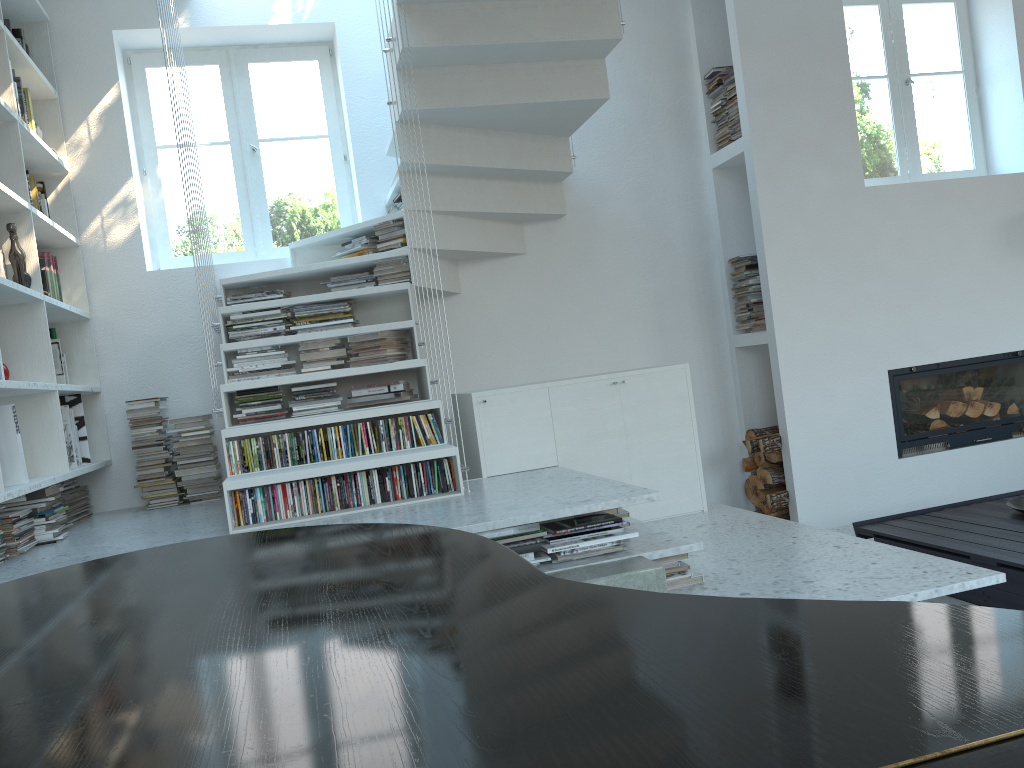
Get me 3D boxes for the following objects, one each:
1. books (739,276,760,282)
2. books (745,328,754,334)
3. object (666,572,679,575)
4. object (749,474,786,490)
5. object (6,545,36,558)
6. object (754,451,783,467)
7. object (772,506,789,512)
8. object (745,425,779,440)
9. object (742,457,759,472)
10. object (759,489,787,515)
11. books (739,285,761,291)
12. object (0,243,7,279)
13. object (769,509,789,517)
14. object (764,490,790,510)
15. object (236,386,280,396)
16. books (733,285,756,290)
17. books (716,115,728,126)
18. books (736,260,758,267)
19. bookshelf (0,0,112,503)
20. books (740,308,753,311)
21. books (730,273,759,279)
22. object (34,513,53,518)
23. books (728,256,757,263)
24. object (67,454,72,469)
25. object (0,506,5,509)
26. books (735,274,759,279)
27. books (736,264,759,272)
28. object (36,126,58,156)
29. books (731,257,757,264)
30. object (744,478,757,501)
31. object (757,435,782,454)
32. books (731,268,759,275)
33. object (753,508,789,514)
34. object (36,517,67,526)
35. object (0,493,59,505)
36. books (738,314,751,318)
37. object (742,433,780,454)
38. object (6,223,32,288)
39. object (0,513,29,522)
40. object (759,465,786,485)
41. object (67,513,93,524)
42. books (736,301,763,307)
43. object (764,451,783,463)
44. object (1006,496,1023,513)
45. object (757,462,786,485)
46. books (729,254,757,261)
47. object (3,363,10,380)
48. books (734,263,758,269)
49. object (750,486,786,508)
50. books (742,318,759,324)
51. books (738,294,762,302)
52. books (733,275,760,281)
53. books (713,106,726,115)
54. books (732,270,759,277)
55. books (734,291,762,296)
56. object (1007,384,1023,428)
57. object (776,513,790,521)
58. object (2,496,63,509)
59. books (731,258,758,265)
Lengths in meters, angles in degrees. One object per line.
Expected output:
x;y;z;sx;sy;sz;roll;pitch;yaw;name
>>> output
1.441;-0.612;5.133;0.189;0.016;0.182;-8;1;-19;books
1.472;-0.322;5.157;0.179;0.029;0.152;-8;1;-11;books
0.440;0.602;2.875;0.140;0.004;0.204;-8;1;-11;object
1.569;0.550;5.165;0.396;0.109;0.132;-8;1;-29;object
-1.941;0.640;3.374;0.207;0.008;0.328;-8;1;-14;object
1.574;0.425;5.140;0.328;0.152;0.133;-8;1;-17;object
1.617;0.640;5.023;0.394;0.107;0.149;-8;1;-23;object
1.553;0.312;5.208;0.332;0.140;0.141;-8;1;-13;object
1.535;0.452;5.215;0.406;0.086;0.087;-8;1;-16;object
1.585;0.627;5.004;0.445;0.207;0.084;-8;1;-18;object
1.447;-0.563;5.138;0.205;0.012;0.183;-8;1;-12;books
-2.112;-0.444;3.522;0.178;0.212;0.022;-8;2;-14;object
1.557;0.746;5.053;0.641;0.108;0.134;-8;1;-25;object
1.602;0.619;4.922;0.442;0.094;0.096;-8;1;-17;object
-1.074;0.029;3.761;0.174;0.025;0.161;-8;1;-10;object
1.441;-0.571;5.157;0.290;0.005;0.126;-8;1;-19;books
1.319;-1.530;5.116;0.236;0.015;0.150;-8;1;-11;books
1.426;-0.704;5.141;0.203;0.018;0.159;-8;1;-19;books
-1.504;-0.296;1.350;0.330;3.143;6.297;-8;1;-14;bookshelf
1.453;-0.449;5.161;0.206;0.012;0.147;-8;1;-14;books
1.431;-0.637;5.160;0.295;0.007;0.135;-8;1;-15;books
-1.949;0.531;3.532;0.199;0.015;0.134;-8;1;-14;object
1.419;-0.734;5.154;0.295;0.011;0.137;-8;1;-12;books
-2.009;0.347;3.971;0.071;0.072;0.071;-7;1;35;object
-1.865;0.448;3.012;0.159;0.005;0.285;-8;1;-9;object
1.435;-0.631;5.146;0.254;0.006;0.161;-8;1;-12;books
1.428;-0.678;5.150;0.217;0.025;0.141;-8;1;-9;books
-2.251;-1.140;4.216;0.095;0.137;0.203;-8;1;2;object
1.420;-0.724;5.157;0.254;0.010;0.138;-8;1;-15;books
1.590;0.594;5.205;0.439;0.148;0.128;-8;1;-14;object
1.560;0.317;4.919;0.442;0.094;0.096;-8;1;-17;object
1.431;-0.661;5.145;0.285;0.008;0.159;-8;1;-16;books
1.522;0.769;5.186;0.446;0.098;0.117;-8;1;-18;object
-1.943;0.563;3.526;0.293;0.007;0.132;-8;1;-11;object
-1.955;0.461;3.517;0.259;0.005;0.141;-8;1;-10;object
1.458;-0.407;5.163;0.242;0.012;0.137;-8;1;-12;books
1.547;0.322;5.125;0.417;0.101;0.110;-8;1;-11;object
-1.983;-0.498;3.552;0.075;0.288;0.087;-7;2;21;object
-1.958;0.511;3.370;0.207;0.008;0.328;-8;1;-14;object
1.601;0.493;5.009;0.393;0.092;0.129;-8;1;-18;object
-2.132;0.647;4.143;0.205;0.007;0.367;-8;1;-4;object
1.456;-0.474;5.134;0.254;0.007;0.189;-8;1;-17;books
1.648;0.369;5.028;0.434;0.103;0.141;-8;1;-17;object
2.278;0.500;3.647;0.430;0.038;0.429;-7;1;27;object
1.574;0.533;5.101;0.405;0.225;0.068;-8;2;-21;object
1.421;-0.744;5.138;0.289;0.008;0.160;-8;1;-10;books
-2.009;-0.036;3.429;0.115;0.116;0.115;-8;1;-36;object
1.430;-0.693;5.131;0.224;0.005;0.193;-8;1;-15;books
1.604;0.628;5.156;0.440;0.109;0.169;-8;1;-26;object
1.469;-0.374;5.137;0.215;0.019;0.185;-8;1;-10;books
1.447;-0.507;5.153;0.222;0.028;0.141;-8;1;-9;books
1.433;-0.624;5.158;0.269;0.009;0.132;-8;1;-11;books
1.313;-1.587;5.115;0.249;0.006;0.189;-8;1;-16;books
1.432;-0.649;5.150;0.263;0.017;0.156;-8;1;-13;books
1.446;-0.534;5.158;0.266;0.010;0.145;-8;1;-15;books
2.326;0.249;3.670;0.436;0.522;0.308;-7;1;17;object
1.660;0.757;5.024;0.407;0.097;0.138;-8;1;-20;object
-1.953;0.477;3.520;0.295;0.004;0.144;-8;1;-16;object
1.428;-0.716;5.128;0.262;0.006;0.184;-8;1;-18;books
